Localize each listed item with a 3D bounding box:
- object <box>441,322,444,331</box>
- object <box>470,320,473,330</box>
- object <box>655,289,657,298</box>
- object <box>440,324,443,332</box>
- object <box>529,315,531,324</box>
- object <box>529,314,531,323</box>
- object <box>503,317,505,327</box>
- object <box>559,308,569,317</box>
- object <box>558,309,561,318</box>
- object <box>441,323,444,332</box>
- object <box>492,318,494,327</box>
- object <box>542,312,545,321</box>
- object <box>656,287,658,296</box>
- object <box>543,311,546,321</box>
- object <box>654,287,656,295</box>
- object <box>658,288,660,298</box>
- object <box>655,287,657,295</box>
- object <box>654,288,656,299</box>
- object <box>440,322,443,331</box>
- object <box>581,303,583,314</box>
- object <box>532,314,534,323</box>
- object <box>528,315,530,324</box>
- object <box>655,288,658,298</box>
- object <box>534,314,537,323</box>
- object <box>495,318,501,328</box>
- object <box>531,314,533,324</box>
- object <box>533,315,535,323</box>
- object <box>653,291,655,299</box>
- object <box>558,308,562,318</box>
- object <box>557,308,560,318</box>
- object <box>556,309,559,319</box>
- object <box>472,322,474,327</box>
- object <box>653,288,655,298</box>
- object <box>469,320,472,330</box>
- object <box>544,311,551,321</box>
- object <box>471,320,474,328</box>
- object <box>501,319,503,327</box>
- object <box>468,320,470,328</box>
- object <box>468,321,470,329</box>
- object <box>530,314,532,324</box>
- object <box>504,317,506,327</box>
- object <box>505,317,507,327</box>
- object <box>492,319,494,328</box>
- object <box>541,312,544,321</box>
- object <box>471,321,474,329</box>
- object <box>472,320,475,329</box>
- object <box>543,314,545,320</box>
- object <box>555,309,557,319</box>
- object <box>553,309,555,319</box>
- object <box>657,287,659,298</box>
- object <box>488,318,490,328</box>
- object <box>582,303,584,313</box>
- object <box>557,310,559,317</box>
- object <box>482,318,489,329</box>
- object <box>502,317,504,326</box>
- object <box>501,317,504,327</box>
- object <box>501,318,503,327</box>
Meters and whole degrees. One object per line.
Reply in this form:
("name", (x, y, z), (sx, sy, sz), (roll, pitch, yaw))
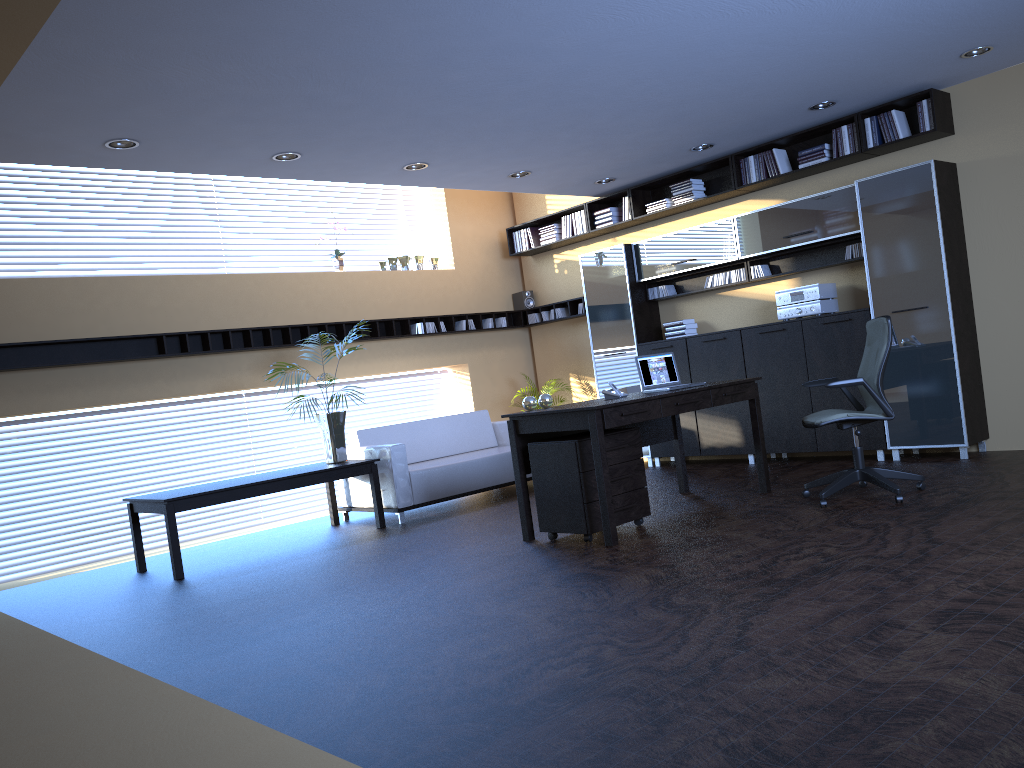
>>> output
("object", (-0.846, -0.653, 10.266), (0.030, 0.120, 0.142), (-9, 2, -42))
("object", (-0.524, -0.698, 10.552), (0.030, 0.120, 0.142), (-9, 2, -42))
("object", (1.590, -0.984, 9.545), (0.140, 0.118, 0.006), (-9, 2, -42))
("object", (-0.859, -0.651, 10.250), (0.030, 0.120, 0.142), (-9, 2, -42))
("object", (0.271, -0.809, 11.024), (0.142, 0.120, 0.009), (-9, 2, -42))
("object", (0.278, -0.809, 11.016), (0.142, 0.120, 0.009), (-9, 2, -42))
("object", (-0.145, -0.751, 10.896), (0.009, 0.120, 0.142), (-9, 2, -42))
("object", (0.633, -0.855, 10.621), (0.142, 0.118, 0.040), (-9, 2, -42))
("object", (0.616, -0.854, 10.640), (0.142, 0.120, 0.030), (-9, 2, -42))
("object", (-0.852, -0.652, 10.257), (0.030, 0.120, 0.142), (-9, 2, -42))
("object", (-0.275, -0.733, 10.788), (0.009, 0.120, 0.142), (-9, 2, -42))
("object", (0.433, -0.830, 10.844), (0.142, 0.120, 0.030), (-9, 2, -42))
("object", (1.608, -0.986, 9.534), (0.142, 0.120, 0.009), (-9, 2, -42))
("object", (0.446, -0.831, 10.829), (0.142, 0.120, 0.030), (-9, 2, -42))
("object", (1.586, -0.983, 9.555), (0.142, 0.120, 0.009), (-9, 2, -42))
("object", (1.618, -0.987, 9.517), (0.142, 0.120, 0.009), (-9, 2, -42))
("object", (1.597, -0.985, 9.538), (0.140, 0.118, 0.006), (-9, 2, -42))
("object", (1.584, -0.983, 9.553), (0.140, 0.118, 0.006), (-9, 2, -42))
("object", (-0.857, -0.651, 10.248), (0.026, 0.118, 0.140), (-9, 2, -42))
("object", (0.862, -0.887, 10.365), (0.142, 0.120, 0.030), (-9, 2, -42))
("object", (0.313, -0.814, 10.978), (0.142, 0.120, 0.009), (-9, 2, -42))
("object", (0.265, -0.808, 11.032), (0.142, 0.120, 0.009), (-9, 2, -42))
("object", (1.598, -0.985, 9.539), (0.142, 0.120, 0.009), (-9, 2, -42))
("object", (0.333, -0.817, 10.955), (0.142, 0.120, 0.009), (-9, 2, -42))
("object", (-0.186, -0.744, 10.861), (0.040, 0.118, 0.142), (-9, 2, -42))
("object", (0.299, -0.812, 10.993), (0.142, 0.120, 0.009), (-9, 2, -42))
("object", (0.319, -0.815, 10.970), (0.142, 0.120, 0.009), (-9, 2, -42))
("object", (1.572, -0.981, 9.570), (0.142, 0.120, 0.009), (-9, 2, -42))
("object", (0.623, -0.855, 10.632), (0.142, 0.120, 0.030), (-9, 2, -42))
("object", (0.609, -0.853, 10.648), (0.142, 0.120, 0.030), (-9, 2, -42))
("object", (0.588, -0.851, 10.671), (0.142, 0.120, 0.009), (-9, 2, -42))
("object", (-0.509, -0.700, 10.566), (0.026, 0.118, 0.140), (-9, 2, -42))
("object", (1.578, -0.982, 9.561), (0.142, 0.120, 0.009), (-9, 2, -42))
("object", (-0.534, -0.696, 10.547), (0.030, 0.120, 0.142), (-9, 2, -42))
("object", (0.456, -0.832, 10.818), (0.142, 0.118, 0.040), (-9, 2, -42))
("object", (-0.512, -0.700, 10.569), (0.030, 0.120, 0.142), (-9, 2, -42))
("object", (-0.172, -0.748, 10.880), (0.006, 0.118, 0.140), (-9, 2, -42))
("object", (-0.550, -0.695, 10.534), (0.009, 0.120, 0.142), (-9, 2, -42))
("object", (-0.557, -0.694, 10.527), (0.006, 0.118, 0.140), (-9, 2, -43))
("object", (0.285, -0.810, 11.008), (0.142, 0.120, 0.009), (-9, 2, -42))
("object", (-0.129, -0.753, 10.909), (0.009, 0.120, 0.142), (-9, 2, -42))
("object", (-0.121, -0.755, 10.916), (0.009, 0.120, 0.142), (-9, 2, -42))
("object", (-0.281, -0.732, 10.779), (0.009, 0.120, 0.142), (-9, 2, -42))
("object", (0.426, -0.829, 10.852), (0.142, 0.120, 0.030), (-9, 2, -42))
("object", (-0.519, -0.699, 10.561), (0.030, 0.120, 0.142), (-9, 2, -42))
("object", (-0.501, -0.700, 10.579), (0.040, 0.118, 0.142), (-9, 2, -42))
("object", (0.439, -0.830, 10.837), (0.142, 0.120, 0.030), (-9, 2, -42))
("object", (0.581, -0.850, 10.678), (0.142, 0.120, 0.009), (-9, 2, -42))
("object", (0.551, -0.845, 10.712), (0.142, 0.120, 0.030), (-9, 2, -42))
("object", (1.613, -0.987, 9.526), (0.142, 0.120, 0.009), (-9, 2, -42))
("object", (-0.322, -0.726, 10.747), (0.030, 0.120, 0.142), (-9, 2, -43))
("object", (0.876, -0.889, 10.349), (0.142, 0.120, 0.009), (-9, 2, -42))
("object", (0.602, -0.852, 10.655), (0.142, 0.120, 0.030), (-9, 2, -42))
("object", (-0.331, -0.724, 10.736), (0.040, 0.118, 0.142), (-9, 2, -42))
("object", (-0.152, -0.750, 10.889), (0.009, 0.120, 0.142), (-9, 2, -42))
("object", (-0.161, -0.749, 10.883), (0.009, 0.120, 0.142), (-9, 2, -42))
("object", (-0.172, -0.747, 10.881), (0.009, 0.120, 0.142), (-9, 2, -42))
